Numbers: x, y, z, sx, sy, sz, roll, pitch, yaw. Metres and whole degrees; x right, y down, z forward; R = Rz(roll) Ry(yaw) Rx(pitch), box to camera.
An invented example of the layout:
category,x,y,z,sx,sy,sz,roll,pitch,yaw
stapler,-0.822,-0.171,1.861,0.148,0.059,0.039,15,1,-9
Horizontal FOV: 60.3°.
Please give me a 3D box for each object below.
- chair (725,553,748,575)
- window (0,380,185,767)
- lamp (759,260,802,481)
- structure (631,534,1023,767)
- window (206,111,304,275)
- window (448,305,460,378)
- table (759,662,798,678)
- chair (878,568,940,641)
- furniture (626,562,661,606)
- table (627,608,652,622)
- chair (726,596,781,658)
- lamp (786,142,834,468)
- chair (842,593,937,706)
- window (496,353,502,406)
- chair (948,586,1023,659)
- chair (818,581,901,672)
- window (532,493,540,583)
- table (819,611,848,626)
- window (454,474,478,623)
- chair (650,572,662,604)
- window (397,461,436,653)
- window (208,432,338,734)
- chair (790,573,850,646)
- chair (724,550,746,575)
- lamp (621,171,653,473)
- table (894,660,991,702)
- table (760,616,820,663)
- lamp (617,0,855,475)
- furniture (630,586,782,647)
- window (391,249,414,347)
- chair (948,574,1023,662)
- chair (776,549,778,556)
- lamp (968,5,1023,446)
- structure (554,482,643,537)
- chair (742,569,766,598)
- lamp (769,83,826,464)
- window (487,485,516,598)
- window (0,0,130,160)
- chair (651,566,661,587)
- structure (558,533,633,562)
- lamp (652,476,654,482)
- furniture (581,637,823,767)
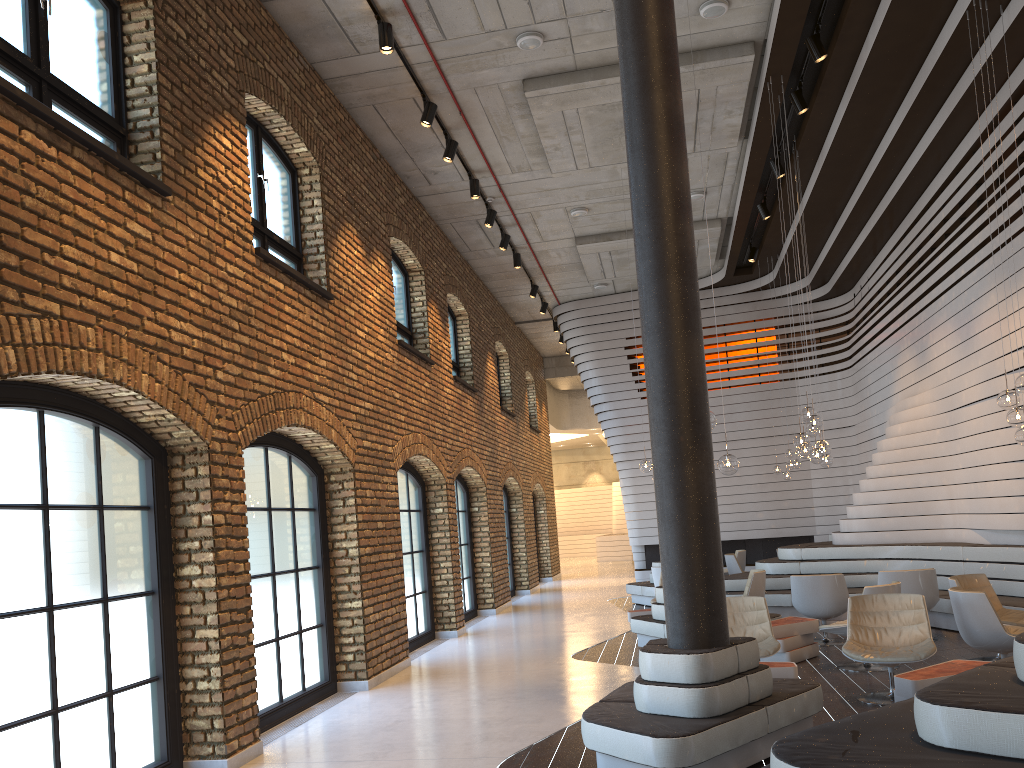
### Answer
category,x,y,z,sx,sy,sz,roll,pitch,yaw
chair,4.005,3.252,14.973,0.714,0.761,0.659,-6,-6,14
window,-2.580,1.253,4.919,0.130,2.516,2.368,-5,-6,9
lamp,4.714,-0.604,15.680,0.551,4.643,0.292,-7,-4,35
structure,4.561,2.417,10.519,5.784,0.920,18.359,-5,-9,6
window,-2.242,-1.639,7.870,0.126,1.440,1.580,-5,-6,9
window,-1.100,-0.680,14.395,0.126,1.440,1.580,-5,-6,9
table,1.664,2.286,6.605,0.910,0.368,0.415,-6,-7,12
chair,4.230,2.350,9.438,0.660,0.761,0.712,-6,-6,17
furniture,2.596,3.403,15.115,1.277,0.716,1.787,-5,-8,5
table,1.883,2.952,10.873,0.906,0.368,0.417,-5,-6,3
chair,1.890,2.193,7.365,0.659,0.761,0.714,-5,-6,10
lamp,3.657,-1.270,11.022,0.294,4.643,0.547,-5,-3,5
chair,2.880,2.017,6.730,0.663,0.761,0.710,-7,-6,26
window,-0.427,-0.115,18.243,0.126,1.440,1.580,-5,-6,9
chair,3.862,1.975,6.926,0.713,0.761,0.660,-5,-6,9
chair,3.220,2.211,8.098,0.652,0.761,0.721,0,-8,-40
window,0.070,3.967,23.121,2.072,2.512,4.674,-2,-8,-26
table,4.001,2.718,10.398,0.919,0.367,0.411,-12,-10,42
window,-2.390,3.562,19.440,2.174,2.508,13.061,-2,-9,-21
chair,2.195,2.852,11.629,0.663,0.761,0.710,-7,-7,28
window,-1.439,2.211,11.442,0.130,2.516,2.368,-5,-6,9
window,-2.091,1.664,7.714,0.130,2.516,2.368,-5,-6,9
chair,3.412,2.448,9.674,0.663,0.761,0.709,-8,-7,30
chair,3.947,3.440,16.125,0.713,0.761,0.659,-6,-6,12
lamp,1.740,-1.068,11.397,0.544,4.643,0.296,-4,-3,-5
table,2.911,2.073,5.856,0.901,0.368,0.419,-2,-7,-17
table,2.731,2.547,8.736,0.901,0.367,0.420,3,-10,-42
lamp,1.817,-2.492,1.427,9.063,4.577,42.202,-6,-9,9
furniture,2.214,2.575,9.759,1.268,0.716,1.799,-2,-9,-19
window,-1.590,-1.091,11.598,0.126,1.440,1.580,-5,-6,9
chair,4.317,2.088,7.843,0.652,0.761,0.721,0,-7,-36
chair,5.047,3.260,15.510,0.653,0.761,0.720,-3,-6,-17
lamp,4.029,-1.811,7.349,0.528,4.682,0.337,-3,-3,-28
structure,3.851,5.625,36.331,4.548,2.844,5.854,-6,-8,10
chair,2.755,2.667,10.733,0.714,0.761,0.659,-6,-6,13
lamp,2.913,-1.509,9.243,0.311,4.709,0.662,-5,-3,18
window,-0.276,3.188,18.087,0.130,2.516,2.368,-5,-6,9
window,-2.732,-2.049,5.075,0.126,1.440,1.580,-5,-6,9
chair,2.449,3.069,13.104,0.706,0.761,0.666,1,-8,-43
structure,3.730,6.249,33.992,2.541,0.890,7.602,-2,-9,-13
lamp,2.723,-0.283,16.768,0.541,4.596,0.279,-2,-4,-31
furniture,1.046,2.006,5.656,1.763,0.717,1.294,4,-11,-44
